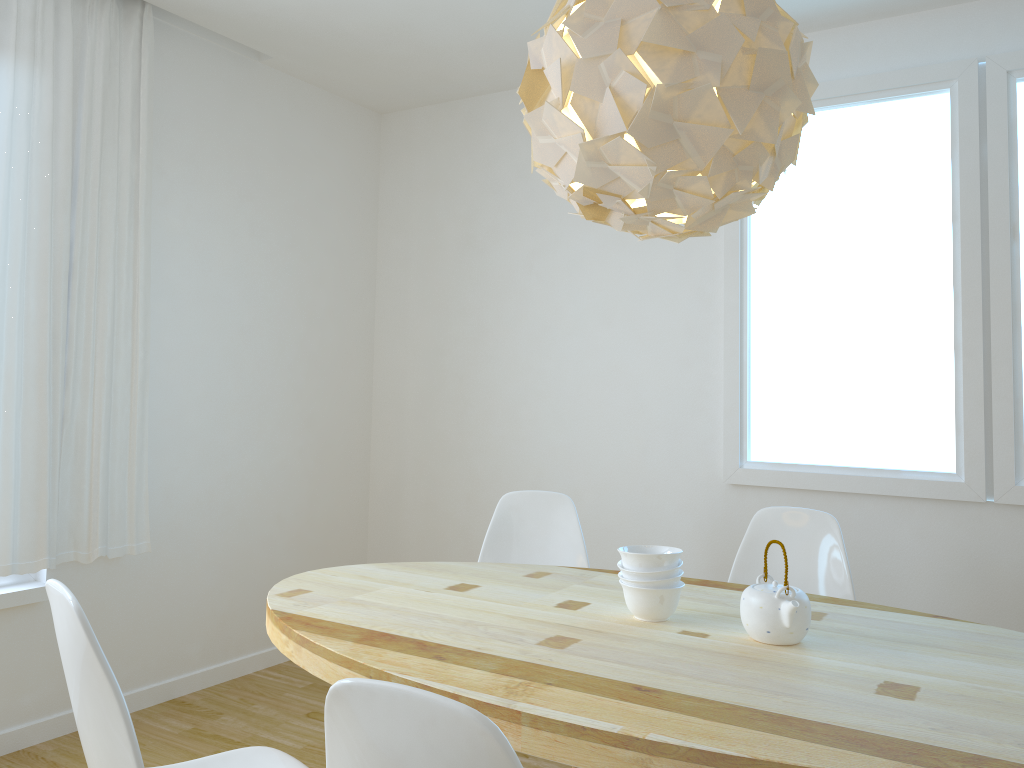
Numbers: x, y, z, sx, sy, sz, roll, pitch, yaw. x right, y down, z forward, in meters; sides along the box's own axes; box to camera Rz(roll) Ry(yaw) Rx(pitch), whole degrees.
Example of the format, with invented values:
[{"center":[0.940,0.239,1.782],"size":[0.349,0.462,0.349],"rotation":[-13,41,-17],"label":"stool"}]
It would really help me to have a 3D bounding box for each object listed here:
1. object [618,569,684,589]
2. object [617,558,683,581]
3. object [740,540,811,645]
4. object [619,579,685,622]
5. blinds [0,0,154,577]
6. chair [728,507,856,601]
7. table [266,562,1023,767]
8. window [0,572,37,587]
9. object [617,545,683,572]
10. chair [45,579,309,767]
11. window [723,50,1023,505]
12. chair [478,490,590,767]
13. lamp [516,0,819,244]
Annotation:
[{"center":[0.322,0.480,2.063],"size":[0.151,0.093,0.151],"rotation":[2,-2,-19],"label":"object"},{"center":[0.321,0.455,2.062],"size":[0.150,0.096,0.152],"rotation":[3,-2,-42],"label":"object"},{"center":[0.559,0.442,1.893],"size":[0.147,0.212,0.177],"rotation":[-1,-3,31],"label":"object"},{"center":[0.325,0.503,2.062],"size":[0.152,0.083,0.151],"rotation":[2,-2,-19],"label":"object"},{"center":[-1.556,-0.447,3.095],"size":[0.150,2.169,0.792],"rotation":[-1,-5,32],"label":"blinds"},{"center":[0.753,0.835,2.545],"size":[0.429,0.905,0.521],"rotation":[-1,-4,32],"label":"chair"},{"center":[0.346,0.907,1.906],"size":[2.189,0.728,1.190],"rotation":[1,-2,30],"label":"table"},{"center":[-2.416,-0.293,2.068],"size":[0.088,1.925,2.719],"rotation":[-1,-3,32],"label":"window"},{"center":[0.322,0.427,2.068],"size":[0.151,0.087,0.151],"rotation":[2,-2,-30],"label":"object"},{"center":[-0.578,0.798,1.635],"size":[0.522,0.905,0.429],"rotation":[4,-4,-38],"label":"chair"},{"center":[1.032,-0.164,2.081],"size":[1.879,2.062,2.542],"rotation":[0,-3,32],"label":"window"},{"center":[0.049,0.824,2.837],"size":[0.430,0.905,0.521],"rotation":[1,-3,7],"label":"chair"},{"center":[0.343,-0.872,1.993],"size":[0.639,1.140,0.644],"rotation":[-1,-4,31],"label":"lamp"}]
